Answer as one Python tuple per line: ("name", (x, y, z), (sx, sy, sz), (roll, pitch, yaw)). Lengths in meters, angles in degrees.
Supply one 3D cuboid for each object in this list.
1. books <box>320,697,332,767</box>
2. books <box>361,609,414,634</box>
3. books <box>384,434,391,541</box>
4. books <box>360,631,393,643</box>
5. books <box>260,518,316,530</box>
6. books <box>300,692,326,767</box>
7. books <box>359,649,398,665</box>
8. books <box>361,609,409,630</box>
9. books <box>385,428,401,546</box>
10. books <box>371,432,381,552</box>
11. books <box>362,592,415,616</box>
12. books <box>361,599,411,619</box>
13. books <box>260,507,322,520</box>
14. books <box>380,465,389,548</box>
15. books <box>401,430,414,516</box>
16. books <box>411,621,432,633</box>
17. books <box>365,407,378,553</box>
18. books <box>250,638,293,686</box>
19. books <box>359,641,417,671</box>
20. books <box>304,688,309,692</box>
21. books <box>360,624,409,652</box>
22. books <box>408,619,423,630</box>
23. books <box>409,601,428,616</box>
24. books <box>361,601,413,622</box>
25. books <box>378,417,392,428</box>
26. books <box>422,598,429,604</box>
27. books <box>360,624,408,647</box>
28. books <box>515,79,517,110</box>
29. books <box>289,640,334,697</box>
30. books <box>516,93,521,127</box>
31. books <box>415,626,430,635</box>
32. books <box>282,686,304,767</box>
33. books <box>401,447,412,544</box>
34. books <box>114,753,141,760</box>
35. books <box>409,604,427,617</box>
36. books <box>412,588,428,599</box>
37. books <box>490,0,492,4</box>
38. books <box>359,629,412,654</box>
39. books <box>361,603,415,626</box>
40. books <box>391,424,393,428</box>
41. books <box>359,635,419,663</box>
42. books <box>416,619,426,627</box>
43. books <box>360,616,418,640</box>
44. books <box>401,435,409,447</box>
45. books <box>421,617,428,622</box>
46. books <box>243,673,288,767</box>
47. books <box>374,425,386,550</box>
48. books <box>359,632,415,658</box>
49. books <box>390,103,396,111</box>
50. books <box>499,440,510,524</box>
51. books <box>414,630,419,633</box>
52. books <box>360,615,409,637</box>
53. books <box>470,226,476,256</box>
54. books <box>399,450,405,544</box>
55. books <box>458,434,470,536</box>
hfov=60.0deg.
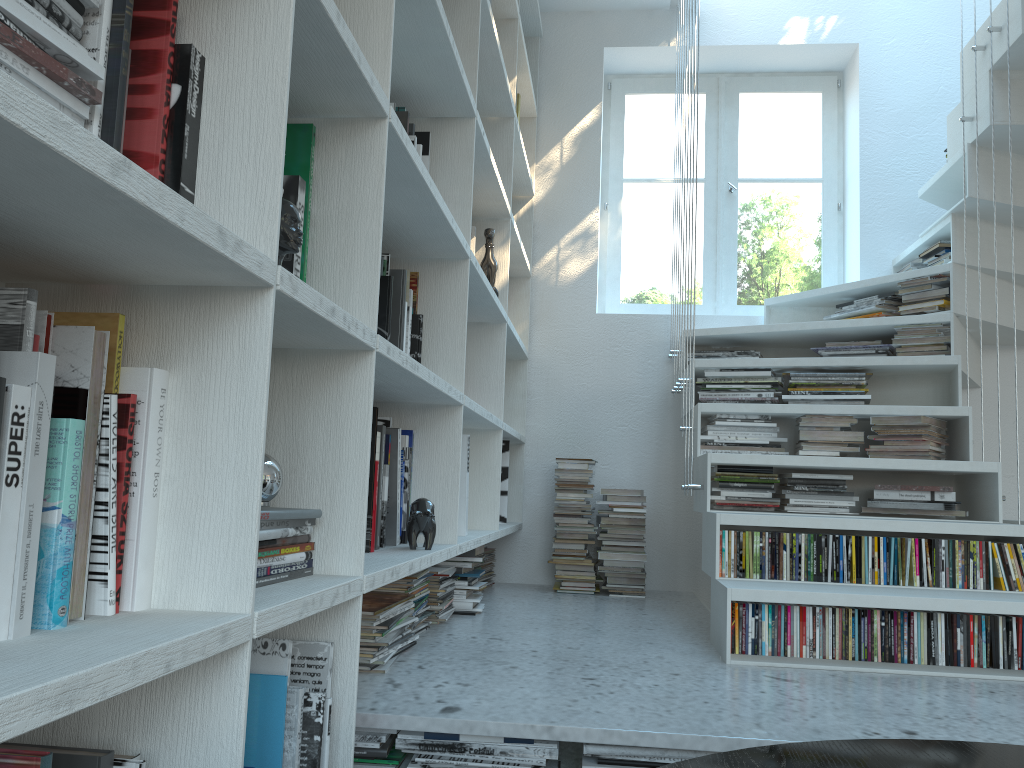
("books", (-0.342, 0.539, 1.228), (0.178, 0.211, 0.011), (1, -6, 6))
("books", (-0.364, 0.544, 2.059), (0.193, 0.007, 0.346), (1, -7, 8))
("books", (-0.358, 0.235, 1.981), (0.164, 0.248, 0.012), (1, -6, 6))
("books", (-0.370, 0.565, 2.055), (0.195, 0.008, 0.308), (1, -7, 6))
("books", (-0.393, 0.184, 1.184), (0.159, 0.012, 0.285), (1, -7, 10))
("books", (-0.346, 0.529, 1.199), (0.175, 0.224, 0.026), (1, -6, 6))
("books", (-0.361, 0.610, 2.047), (0.195, 0.008, 0.308), (2, -7, 2))
("books", (-0.355, 0.536, 2.059), (0.193, 0.007, 0.346), (2, -7, 1))
("books", (-0.348, 0.231, 2.019), (0.186, 0.266, 0.070), (1, -6, 6))
("books", (-0.367, 0.217, 1.816), (0.184, 0.243, 0.031), (1, -6, 6))
("books", (-0.362, 0.507, 2.063), (0.193, 0.007, 0.346), (1, -7, 8))
("books", (-0.362, 0.514, 2.063), (0.193, 0.007, 0.346), (2, -7, 4))
("books", (-0.386, 0.172, 1.184), (0.161, 0.012, 0.254), (0, -7, 15))
("books", (-0.359, 0.266, 1.959), (0.169, 0.181, 0.025), (1, -6, 6))
("books", (-0.331, 0.247, 2.175), (0.171, 0.272, 0.025), (1, -6, 6))
("books", (-0.326, 0.653, 2.379), (0.161, 0.007, 0.254), (1, -7, 10))
("books", (-0.366, 0.190, 1.797), (0.175, 0.292, 0.012), (1, -6, 6))
("books", (-0.375, 0.486, 1.164), (0.149, 0.300, 0.032), (1, -6, 6))
("books", (-0.361, 0.618, 2.047), (0.193, 0.007, 0.346), (1, -7, 10))
("books", (-0.360, 0.530, 1.219), (0.149, 0.225, 0.012), (1, -6, 6))
("books", (-0.365, 0.581, 2.053), (0.193, 0.007, 0.346), (2, -7, 4))
("books", (-0.325, 0.632, 2.381), (0.159, 0.007, 0.285), (2, -7, 2))
("books", (-0.324, 0.598, 2.386), (0.159, 0.007, 0.285), (2, -7, 2))
("books", (-0.363, 0.521, 2.062), (0.195, 0.008, 0.308), (1, -7, 8))
("books", (-0.353, 0.222, 2.062), (0.134, 0.293, 0.013), (1, -6, 6))
("books", (-0.330, 0.591, 2.388), (0.161, 0.007, 0.254), (1, -7, 7))
("books", (-0.357, 0.573, 2.053), (0.195, 0.008, 0.308), (2, -7, 1))
("books", (-0.078, -1.059, 3.442), (0.189, 0.253, 0.023), (1, -6, 6))
("books", (-0.346, 0.505, 1.249), (0.172, 0.284, 0.021), (1, -6, 6))
("books", (-0.093, -1.040, 3.557), (0.247, 0.241, 0.042), (1, -6, 6))
("books", (-0.329, 0.666, 2.378), (0.161, 0.007, 0.254), (1, -7, 9))
("books", (-0.359, 0.510, 1.136), (0.176, 0.245, 0.014), (1, -6, 6))
("books", (-0.331, 0.263, 2.121), (0.175, 0.227, 0.025), (1, -6, 6))
("books", (-0.446, 0.485, 0.883), (0.133, 0.228, 0.025), (1, -6, 6))
("books", (-0.324, 0.605, 2.386), (0.161, 0.007, 0.254), (2, -7, 2))
("books", (-0.332, 0.564, 2.391), (0.159, 0.007, 0.285), (1, -7, 6))
("books", (-0.188, -1.154, 2.735), (0.245, 0.265, 0.032), (1, -6, 6))
("books", (-0.366, 0.588, 2.050), (0.195, 0.008, 0.308), (1, -7, 8))
("books", (-0.363, 0.529, 2.061), (0.193, 0.007, 0.346), (1, -7, 8))
("books", (-0.362, 0.233, 2.109), (0.143, 0.282, 0.012), (1, -6, 6))
("books", (-0.358, 0.603, 2.048), (0.193, 0.007, 0.346), (1, -7, 11))
("books", (-0.335, 0.645, 2.380), (0.161, 0.007, 0.254), (1, -7, 6))
("books", (-0.356, 0.559, 2.057), (0.195, 0.008, 0.308), (1, -7, 11))
("books", (-0.334, 0.251, 2.149), (0.156, 0.257, 0.026), (1, -6, 6))
("books", (-0.332, 0.639, 2.381), (0.161, 0.007, 0.254), (1, -7, 7))
("books", (-0.370, 0.498, 1.116), (0.162, 0.263, 0.005), (1, -6, 6))
("books", (-0.363, 0.217, 1.891), (0.173, 0.262, 0.026), (1, -6, 6))
("books", (-0.361, 0.595, 2.049), (0.195, 0.008, 0.308), (1, -7, 10))
("books", (-0.344, -0.513, 2.068), (0.135, 0.290, 0.016), (1, -6, 6))
("books", (-0.106, 0.392, 3.573), (0.185, 0.335, 0.010), (1, -6, 6))
("books", (-0.336, 0.659, 2.379), (0.159, 0.007, 0.285), (1, -7, 6))
("books", (-0.361, 0.551, 2.058), (0.193, 0.007, 0.346), (2, -7, 3))
("books", (-0.221, -0.392, 2.955), (0.191, 0.270, 0.021), (1, -6, 6))
("books", (-0.339, 0.263, 2.091), (0.168, 0.219, 0.013), (1, -6, 6))
("books", (-0.254, 0.288, 2.564), (0.255, 0.291, 0.075), (1, -6, 6))
